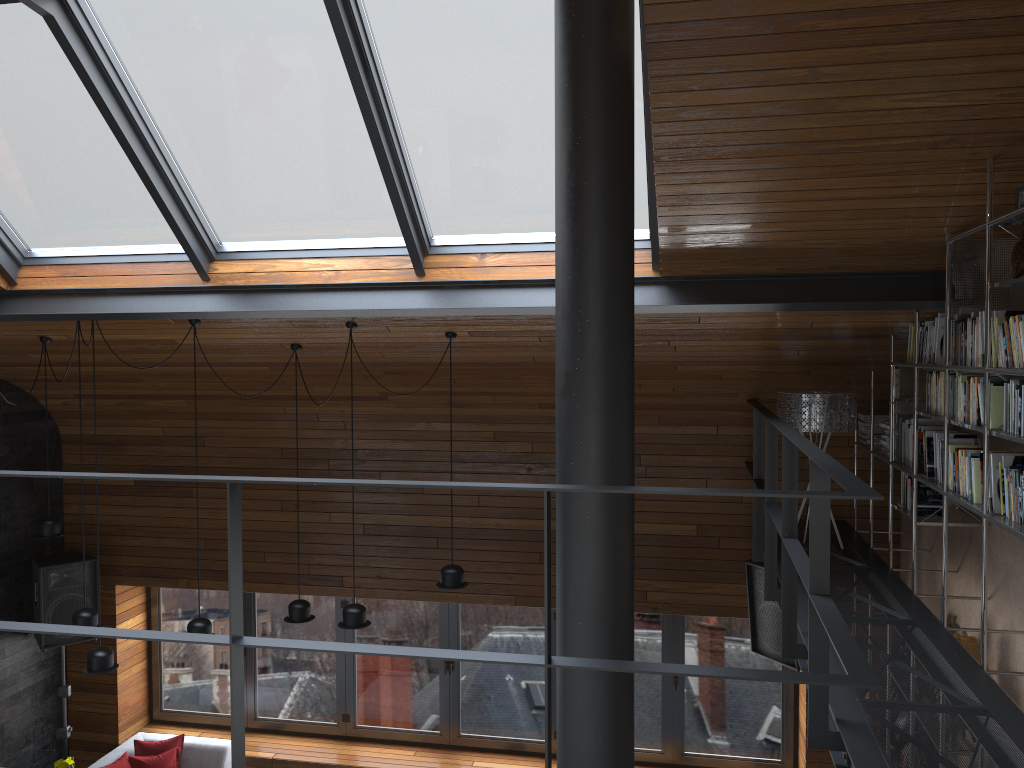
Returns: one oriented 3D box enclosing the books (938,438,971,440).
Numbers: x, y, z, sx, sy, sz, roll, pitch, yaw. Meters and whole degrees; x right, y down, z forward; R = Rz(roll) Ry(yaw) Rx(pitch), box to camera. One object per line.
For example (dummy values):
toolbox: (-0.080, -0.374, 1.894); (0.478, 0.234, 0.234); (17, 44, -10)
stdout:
books: (2.196, 0.377, 4.379); (0.164, 0.217, 0.048); (0, 2, 11)

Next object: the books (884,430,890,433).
books: (2.470, 0.302, 5.560); (0.206, 0.012, 0.161); (0, 2, 1)

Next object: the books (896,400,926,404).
books: (2.397, 0.104, 5.291); (0.228, 0.016, 0.182); (0, 2, 11)

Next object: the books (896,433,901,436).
books: (2.395, 0.294, 5.267); (0.225, 0.017, 0.167); (0, 2, 11)

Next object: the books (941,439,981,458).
books: (2.192, 0.375, 4.322); (0.177, 0.217, 0.046); (0, 2, 11)

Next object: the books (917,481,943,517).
books: (2.264, 0.621, 4.809); (0.138, 0.191, 0.049); (0, 2, 11)

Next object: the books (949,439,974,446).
books: (2.138, 0.378, 4.226); (0.122, 0.230, 0.057); (0, 2, 11)

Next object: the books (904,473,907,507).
books: (2.326, 0.596, 5.061); (0.161, 0.223, 0.017); (0, 2, 11)

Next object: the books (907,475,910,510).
books: (2.282, 0.611, 4.981); (0.111, 0.198, 0.008); (0, 2, 11)

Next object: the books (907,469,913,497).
books: (2.291, 0.595, 4.993); (0.122, 0.230, 0.017); (0, 2, 11)

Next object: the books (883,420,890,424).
books: (2.459, 0.241, 5.563); (0.231, 0.012, 0.159); (0, 2, 16)

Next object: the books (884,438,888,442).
books: (2.464, 0.350, 5.541); (0.234, 0.016, 0.182); (0, 2, 16)

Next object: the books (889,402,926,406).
books: (2.390, 0.120, 5.283); (0.228, 0.016, 0.182); (0, 2, 11)

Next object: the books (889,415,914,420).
books: (2.376, 0.201, 5.285); (0.208, 0.017, 0.167); (0, 2, 11)

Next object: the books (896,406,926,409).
books: (2.388, 0.139, 5.283); (0.216, 0.021, 0.174); (0, 2, 11)

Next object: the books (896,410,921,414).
books: (2.405, 0.163, 5.264); (0.234, 0.028, 0.180); (0, 2, 11)

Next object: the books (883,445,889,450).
books: (2.464, 0.397, 5.559); (0.221, 0.021, 0.174); (0, 2, 11)

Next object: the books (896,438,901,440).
books: (2.392, 0.320, 5.277); (0.222, 0.012, 0.160); (0, 2, 6)

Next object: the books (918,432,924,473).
books: (2.225, 0.365, 4.706); (0.137, 0.215, 0.014); (0, 2, 11)

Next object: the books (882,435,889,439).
books: (2.463, 0.335, 5.540); (0.234, 0.016, 0.182); (0, 2, 1)

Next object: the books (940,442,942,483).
books: (2.168, 0.388, 4.343); (0.127, 0.200, 0.046); (0, 2, 11)

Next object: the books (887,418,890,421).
books: (2.473, 0.229, 5.556); (0.206, 0.012, 0.161); (0, 2, 11)

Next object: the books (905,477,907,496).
books: (2.297, 0.620, 5.043); (0.112, 0.177, 0.009); (0, 2, 11)

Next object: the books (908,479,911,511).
books: (2.283, 0.622, 4.973); (0.112, 0.177, 0.009); (0, 2, 11)

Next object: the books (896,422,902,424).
books: (2.395, 0.228, 5.272); (0.222, 0.012, 0.160); (0, 2, 17)

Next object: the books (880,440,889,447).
books: (2.460, 0.373, 5.558); (0.240, 0.028, 0.180); (0, 2, 1)

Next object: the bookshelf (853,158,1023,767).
bookshelf: (1.577, 0.856, 1.021); (0.421, 6.219, 10.739); (0, 2, 11)

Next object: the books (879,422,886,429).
books: (2.460, 0.261, 5.553); (0.268, 0.025, 0.176); (0, 2, 11)

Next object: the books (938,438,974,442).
books: (2.195, 0.377, 4.369); (0.171, 0.218, 0.047); (0, 2, 11)

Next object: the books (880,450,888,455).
books: (2.459, 0.431, 5.573); (0.234, 0.016, 0.182); (0, 2, 11)

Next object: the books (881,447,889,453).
books: (2.462, 0.416, 5.556); (0.234, 0.016, 0.182); (0, 2, 6)

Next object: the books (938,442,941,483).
books: (2.162, 0.387, 4.355); (0.127, 0.200, 0.046); (0, 2, 11)

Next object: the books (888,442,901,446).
books: (2.391, 0.362, 5.273); (0.258, 0.016, 0.181); (0, 2, 13)

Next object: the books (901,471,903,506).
books: (2.316, 0.604, 5.124); (0.127, 0.201, 0.011); (0, 2, 11)

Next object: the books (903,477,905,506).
books: (2.314, 0.620, 5.101); (0.119, 0.172, 0.014); (0, 2, 11)

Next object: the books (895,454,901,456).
books: (2.387, 0.409, 5.276); (0.239, 0.021, 0.174); (0, 2, 17)

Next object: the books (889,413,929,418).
books: (2.382, 0.185, 5.269); (0.228, 0.016, 0.182); (0, 2, 11)

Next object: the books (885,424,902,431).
books: (2.383, 0.261, 5.271); (0.288, 0.025, 0.175); (0, 2, 17)

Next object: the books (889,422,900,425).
books: (2.384, 0.241, 5.280); (0.254, 0.012, 0.158); (1, 2, 23)

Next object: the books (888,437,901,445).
books: (2.383, 0.341, 5.274); (0.258, 0.028, 0.180); (0, 2, 17)

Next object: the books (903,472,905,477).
books: (2.322, 0.605, 5.112); (0.127, 0.201, 0.011); (0, 2, 11)

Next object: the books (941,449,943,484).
books: (2.160, 0.403, 4.329); (0.119, 0.171, 0.044); (0, 2, 11)

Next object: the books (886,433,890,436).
books: (2.475, 0.317, 5.551); (0.213, 0.017, 0.167); (0, 2, 6)

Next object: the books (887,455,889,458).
books: (2.384, 0.443, 5.290); (0.252, 0.016, 0.182); (0, 2, 17)

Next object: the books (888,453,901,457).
books: (2.385, 0.428, 5.273); (0.247, 0.016, 0.182); (0, 2, 11)

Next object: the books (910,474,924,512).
books: (2.298, 0.604, 4.925); (0.155, 0.215, 0.055); (0, 2, 11)
